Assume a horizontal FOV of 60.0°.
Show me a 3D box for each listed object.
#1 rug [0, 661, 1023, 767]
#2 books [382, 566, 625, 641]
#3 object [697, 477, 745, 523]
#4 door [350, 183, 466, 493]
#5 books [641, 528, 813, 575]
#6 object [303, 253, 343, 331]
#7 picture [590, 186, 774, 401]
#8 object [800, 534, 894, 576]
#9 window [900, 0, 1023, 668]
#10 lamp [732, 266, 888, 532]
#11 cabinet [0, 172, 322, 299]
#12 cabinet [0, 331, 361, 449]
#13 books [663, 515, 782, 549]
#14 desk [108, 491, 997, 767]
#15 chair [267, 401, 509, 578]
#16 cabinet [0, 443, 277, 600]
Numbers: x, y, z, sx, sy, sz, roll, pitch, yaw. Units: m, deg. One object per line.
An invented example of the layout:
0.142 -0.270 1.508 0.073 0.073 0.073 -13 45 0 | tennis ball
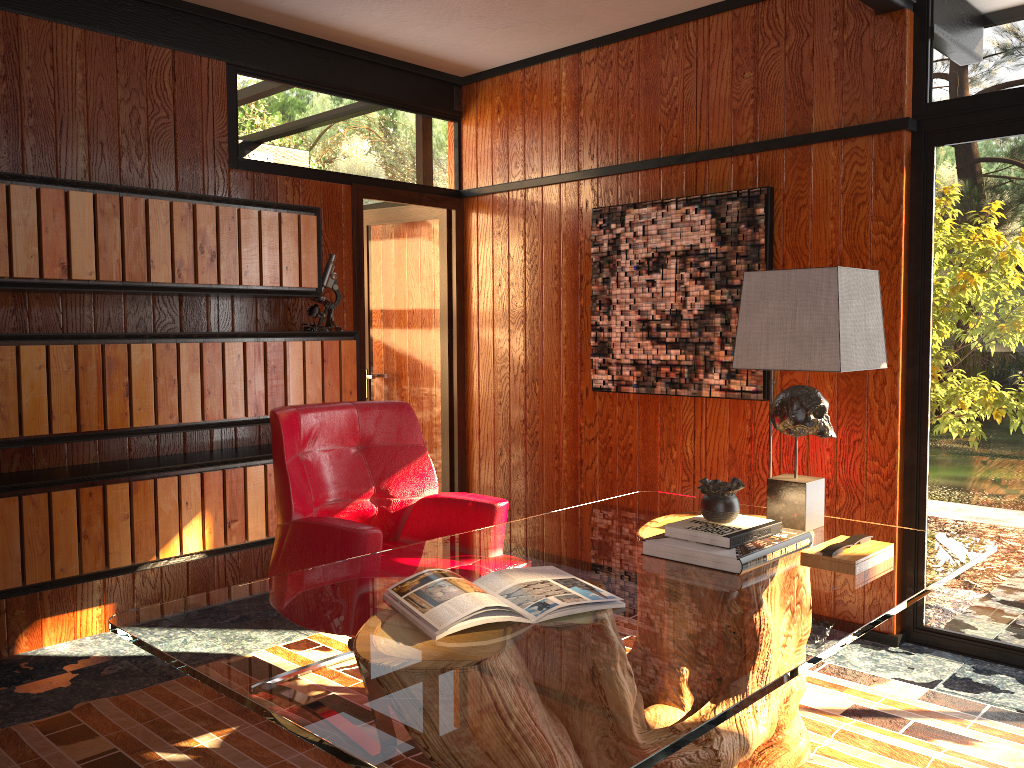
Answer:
0.013 1.039 2.596 2.410 0.042 2.439 3 5 44 | rug
-0.022 0.435 1.864 0.422 0.049 0.300 -2 4 -27 | books
0.542 0.303 2.308 0.118 0.114 0.121 2 4 38 | object
-0.783 -0.040 4.929 0.734 1.955 0.751 3 5 44 | door
0.556 0.411 2.283 0.286 0.040 0.366 3 5 44 | books
-0.859 -0.416 4.020 0.181 0.354 0.142 -1 4 -10 | object
0.717 -0.383 3.928 0.916 0.873 0.061 3 5 44 | picture
0.825 0.411 2.177 0.135 0.049 0.238 3 5 44 | object
2.330 -0.254 2.598 2.260 2.580 0.085 3 5 44 | window
0.846 0.047 2.522 0.316 0.732 0.316 3 5 44 | lamp
-1.508 -0.543 3.390 0.321 0.390 1.653 3 5 44 | cabinet
-1.368 -0.013 3.568 0.321 0.390 1.653 3 5 44 | cabinet
0.546 0.375 2.295 0.249 0.029 0.198 -4 5 -44 | books
0.240 0.760 2.096 1.150 0.632 1.900 3 5 44 | desk
-0.438 0.556 2.889 0.839 0.956 0.621 3 5 44 | chair
-1.502 0.510 3.456 0.321 0.390 1.653 3 5 44 | cabinet
